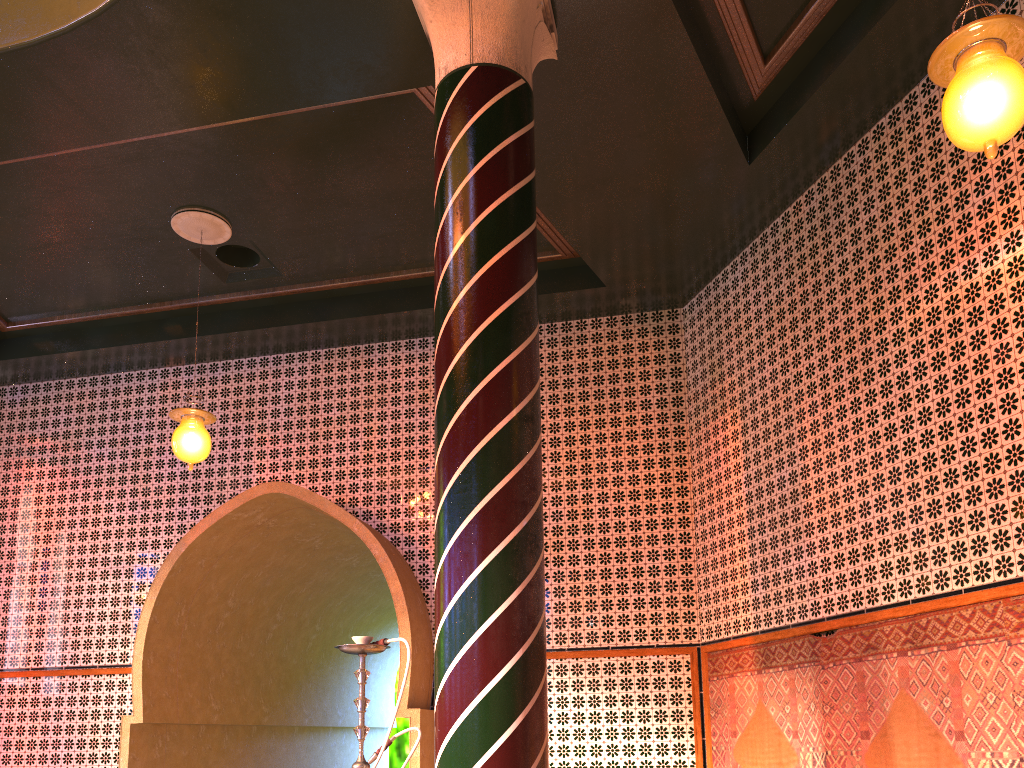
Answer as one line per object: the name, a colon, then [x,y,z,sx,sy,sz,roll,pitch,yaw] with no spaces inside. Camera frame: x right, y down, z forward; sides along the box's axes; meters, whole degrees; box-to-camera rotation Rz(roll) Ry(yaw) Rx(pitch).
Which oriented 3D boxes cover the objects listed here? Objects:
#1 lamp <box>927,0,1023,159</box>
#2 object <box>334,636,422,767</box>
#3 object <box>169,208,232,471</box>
lamp: [1.944,-2.021,3.721,0.519,2.222,0.542,-1,-11,1]
object: [-0.735,1.975,4.624,0.466,1.202,0.310,-5,-12,20]
object: [-2.792,-0.351,7.626,0.519,2.222,0.542,-1,-11,1]
